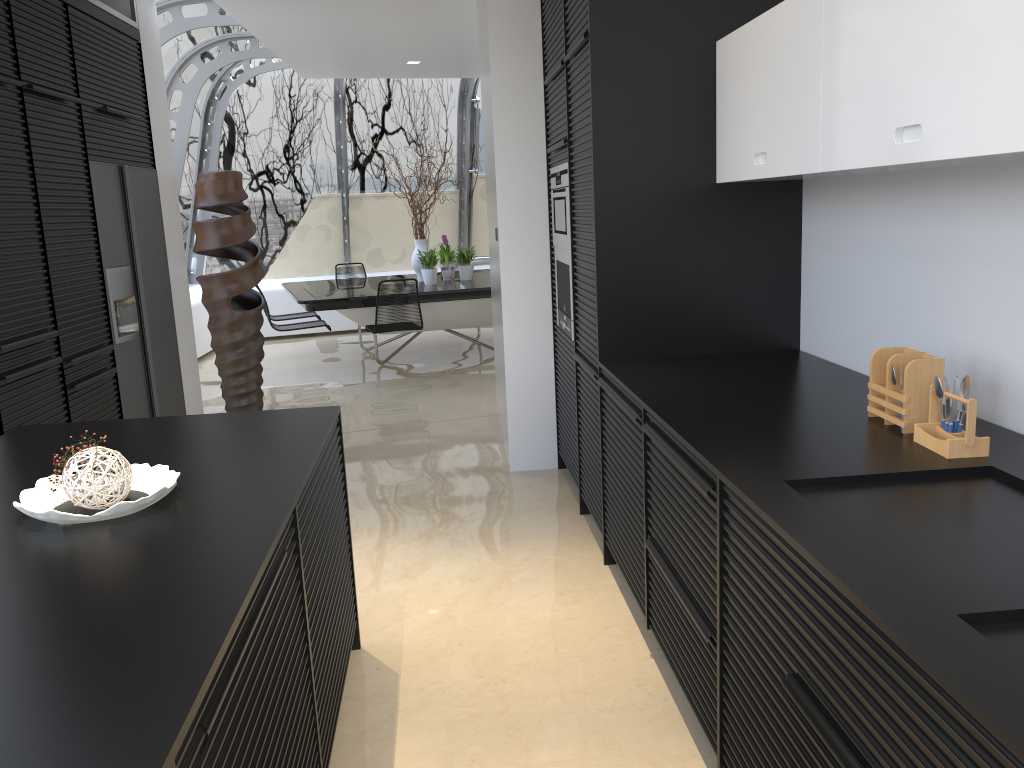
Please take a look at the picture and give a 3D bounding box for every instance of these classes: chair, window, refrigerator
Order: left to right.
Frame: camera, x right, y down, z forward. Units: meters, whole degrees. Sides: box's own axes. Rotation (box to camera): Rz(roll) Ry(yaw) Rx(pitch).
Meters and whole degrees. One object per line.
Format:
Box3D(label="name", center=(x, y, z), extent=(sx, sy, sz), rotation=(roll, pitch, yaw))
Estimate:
Box3D(label="refrigerator", center=(-2.235, -0.372, 5.160), extent=(0.234, 1.742, 1.006), rotation=(-3, 11, -4))
Box3D(label="chair", center=(-2.398, -0.912, 9.338), extent=(0.688, 0.519, 0.446), rotation=(-6, 12, -17))
Box3D(label="chair", center=(-2.116, -0.754, 8.471), extent=(0.688, 0.519, 0.446), rotation=(-6, 12, -17))
Box3D(label="chair", center=(-1.827, -1.129, 10.298), extent=(0.446, 0.519, 0.688), rotation=(-6, 12, -17))
Box3D(label="chair", center=(-1.060, -0.699, 7.940), extent=(0.446, 0.519, 0.688), rotation=(-6, 12, -17))
Box3D(label="chair", center=(-0.613, -1.260, 10.669), extent=(0.446, 0.519, 0.688), rotation=(-6, 12, -17))
Box3D(label="window", center=(3.276, -1.218, 5.496), extent=(16.171, 3.674, 16.693), rotation=(-5, 11, -11))

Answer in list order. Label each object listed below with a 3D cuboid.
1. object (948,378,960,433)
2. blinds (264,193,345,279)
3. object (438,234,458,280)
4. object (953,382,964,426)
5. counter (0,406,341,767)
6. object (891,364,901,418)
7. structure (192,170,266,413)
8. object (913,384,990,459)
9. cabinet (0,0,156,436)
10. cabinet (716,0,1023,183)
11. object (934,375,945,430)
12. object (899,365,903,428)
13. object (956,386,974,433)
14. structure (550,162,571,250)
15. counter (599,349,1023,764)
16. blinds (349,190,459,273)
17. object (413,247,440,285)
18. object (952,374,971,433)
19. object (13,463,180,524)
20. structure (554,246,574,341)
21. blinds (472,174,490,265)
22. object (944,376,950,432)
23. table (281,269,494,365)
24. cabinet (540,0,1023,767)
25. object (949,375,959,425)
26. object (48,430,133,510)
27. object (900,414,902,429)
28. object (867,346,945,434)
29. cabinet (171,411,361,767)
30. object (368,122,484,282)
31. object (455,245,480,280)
Box3D(label="object", center=(1.052, 0.080, 2.118), extent=(0.019, 0.196, 0.022), rotation=(-6, 12, -15))
Box3D(label="blinds", center=(-3.051, -1.307, 11.316), extent=(1.829, 2.118, 0.663), rotation=(-6, 12, -17))
Box3D(label="object", center=(-0.711, -1.353, 9.422), extent=(0.238, 0.476, 0.417), rotation=(-1, 11, 11))
Box3D(label="object", center=(1.073, 0.082, 2.153), extent=(0.044, 0.178, 0.019), rotation=(-7, 12, -19))
Box3D(label="counter", center=(-0.901, 0.470, 1.006), extent=(1.006, 0.018, 3.800), rotation=(-4, 11, -4))
Box3D(label="object", center=(0.995, 0.043, 2.296), extent=(0.040, 0.192, 0.042), rotation=(-13, 15, -42))
Box3D(label="structure", center=(-2.113, -0.660, 6.698), extent=(0.493, 1.843, 0.498), rotation=(-4, 11, -6))
Box3D(label="object", center=(1.036, 0.100, 2.092), extent=(0.100, 0.170, 0.173), rotation=(-3, 11, -2))
Box3D(label="cabinet", center=(-2.507, -0.574, 4.492), extent=(0.831, 2.558, 2.252), rotation=(-3, 11, -3))
Box3D(label="cabinet", center=(1.100, -0.678, 1.534), extent=(0.343, 0.515, 3.741), rotation=(-4, 11, -4))
Box3D(label="object", center=(1.032, 0.074, 2.136), extent=(0.042, 0.192, 0.040), rotation=(5, 13, 33))
Box3D(label="object", center=(1.005, 0.049, 2.284), extent=(0.020, 0.196, 0.018), rotation=(1, 12, 18))
Box3D(label="object", center=(1.072, 0.089, 2.116), extent=(0.019, 0.178, 0.044), rotation=(-11, 14, -38))
Box3D(label="structure", center=(0.235, -0.858, 4.296), extent=(0.061, 0.388, 0.592), rotation=(-3, 11, -4))
Box3D(label="counter", center=(0.900, 0.251, 1.698), extent=(0.804, 0.025, 3.738), rotation=(-4, 11, -4))
Box3D(label="blinds", center=(-1.389, -1.975, 11.563), extent=(1.430, 1.027, 0.329), rotation=(-6, 12, -17))
Box3D(label="object", center=(-0.826, -1.179, 8.831), extent=(0.284, 0.369, 0.215), rotation=(2, 12, 21))
Box3D(label="object", center=(1.081, 0.071, 2.139), extent=(0.042, 0.192, 0.040), rotation=(4, 13, 32))
Box3D(label="object", center=(-0.915, 0.254, 1.976), extent=(0.334, 0.078, 0.329), rotation=(-6, 12, -17))
Box3D(label="structure", center=(0.258, -0.462, 4.374), extent=(0.023, 0.420, 0.592), rotation=(-3, 11, -3))
Box3D(label="blinds", center=(0.082, -2.221, 11.967), extent=(1.376, 1.214, 0.387), rotation=(-6, 12, -17))
Box3D(label="object", center=(1.045, 0.079, 2.127), extent=(0.020, 0.196, 0.018), rotation=(-2, 11, 6))
Box3D(label="table", center=(-0.776, -0.715, 9.380), extent=(3.031, 0.759, 2.494), rotation=(-6, 12, -17))
Box3D(label="cabinet", center=(0.813, -0.478, 2.274), extent=(0.831, 2.901, 5.157), rotation=(-4, 11, -4))
Box3D(label="object", center=(1.063, 0.076, 2.138), extent=(0.023, 0.196, 0.018), rotation=(-4, 11, -9))
Box3D(label="object", center=(-0.923, 0.193, 1.975), extent=(0.190, 0.191, 0.165), rotation=(2, 12, 23))
Box3D(label="object", center=(1.010, 0.050, 2.274), extent=(0.019, 0.196, 0.022), rotation=(-3, 11, -3))
Box3D(label="object", center=(1.030, 0.027, 2.330), extent=(0.104, 0.223, 0.200), rotation=(-3, 11, -3))
Box3D(label="cabinet", center=(-0.881, 0.889, 1.089), extent=(1.007, 0.838, 3.800), rotation=(-4, 11, -4))
Box3D(label="object", center=(-0.815, -1.812, 8.977), extent=(1.135, 1.549, 1.031), rotation=(-8, 12, -25))
Box3D(label="object", center=(-0.478, -1.259, 9.151), extent=(0.284, 0.369, 0.215), rotation=(0, 12, 16))
